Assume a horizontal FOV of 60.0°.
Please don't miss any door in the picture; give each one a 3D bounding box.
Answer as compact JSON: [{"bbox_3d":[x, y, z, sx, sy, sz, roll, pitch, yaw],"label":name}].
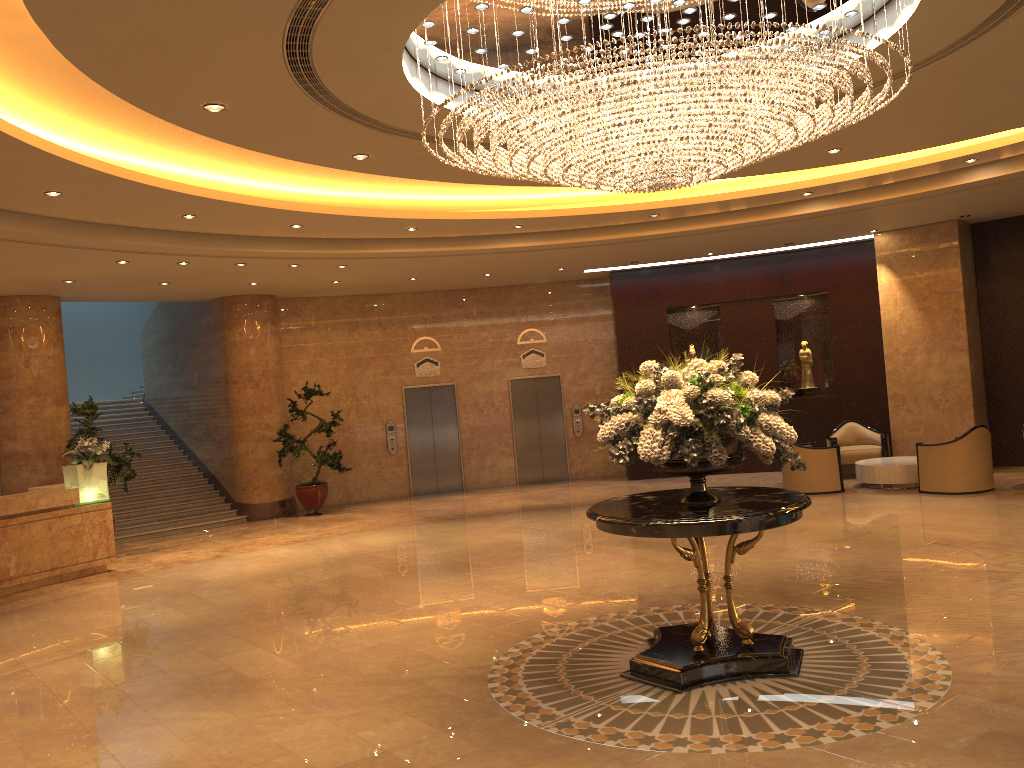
[{"bbox_3d":[0.545,0.906,17.774,1.070,2.149,0.150,-5,0,-2],"label":"door"},{"bbox_3d":[-1.551,1.082,17.471,1.070,2.145,0.150,-5,0,-13],"label":"door"}]

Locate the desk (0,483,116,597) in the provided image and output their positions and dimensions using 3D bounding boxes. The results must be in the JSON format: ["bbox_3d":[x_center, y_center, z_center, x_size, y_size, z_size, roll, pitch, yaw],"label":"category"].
[{"bbox_3d":[-6.592,1.980,5.918,3.466,1.155,12.951,-5,0,-4],"label":"desk"}]

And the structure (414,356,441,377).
[{"bbox_3d":[-1.660,-0.340,17.434,0.504,0.405,0.012,-5,0,-14],"label":"structure"}]

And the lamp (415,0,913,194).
[{"bbox_3d":[0.975,-1.937,6.066,3.204,1.196,3.206,-5,0,-1],"label":"lamp"}]

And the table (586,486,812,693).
[{"bbox_3d":[1.292,1.337,6.014,1.493,1.089,1.493,-5,0,-45],"label":"table"}]

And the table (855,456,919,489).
[{"bbox_3d":[5.840,1.339,13.414,1.196,0.354,1.196,-5,0,-12],"label":"table"}]

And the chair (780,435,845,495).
[{"bbox_3d":[4.485,1.174,13.484,0.769,0.916,0.951,-5,0,-3],"label":"chair"}]

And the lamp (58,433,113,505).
[{"bbox_3d":[-5.579,1.105,11.708,0.532,0.897,0.606,-5,0,31],"label":"lamp"}]

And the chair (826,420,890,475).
[{"bbox_3d":[5.688,1.074,14.646,0.951,0.916,0.769,-5,0,12],"label":"chair"}]

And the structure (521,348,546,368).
[{"bbox_3d":[0.428,-0.518,17.727,0.504,0.405,0.012,-5,0,-3],"label":"structure"}]

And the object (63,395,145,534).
[{"bbox_3d":[-6.095,1.350,13.049,1.250,2.363,0.843,-5,0,32],"label":"object"}]

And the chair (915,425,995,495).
[{"bbox_3d":[6.207,1.024,12.302,0.951,0.916,0.769,-5,0,-23],"label":"chair"}]

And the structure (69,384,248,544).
[{"bbox_3d":[-8.005,-0.083,17.414,9.849,5.560,7.472,-5,0,-38],"label":"structure"}]

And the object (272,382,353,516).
[{"bbox_3d":[-3.540,1.138,15.630,1.250,2.363,0.843,-5,0,-17],"label":"object"}]

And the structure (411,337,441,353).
[{"bbox_3d":[-1.698,-0.785,17.434,0.600,0.293,0.010,-5,0,-14],"label":"structure"}]

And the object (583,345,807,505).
[{"bbox_3d":[1.191,0.299,5.983,1.318,0.999,1.277,-5,0,-8],"label":"object"}]

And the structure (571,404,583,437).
[{"bbox_3d":[1.310,0.732,17.714,0.200,0.661,0.053,-5,0,1],"label":"structure"}]

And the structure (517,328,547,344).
[{"bbox_3d":[0.389,-0.963,17.727,0.600,0.293,0.010,-5,0,-3],"label":"structure"}]

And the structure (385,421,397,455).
[{"bbox_3d":[-2.332,1.042,17.193,0.200,0.661,0.053,-5,0,-17],"label":"structure"}]
